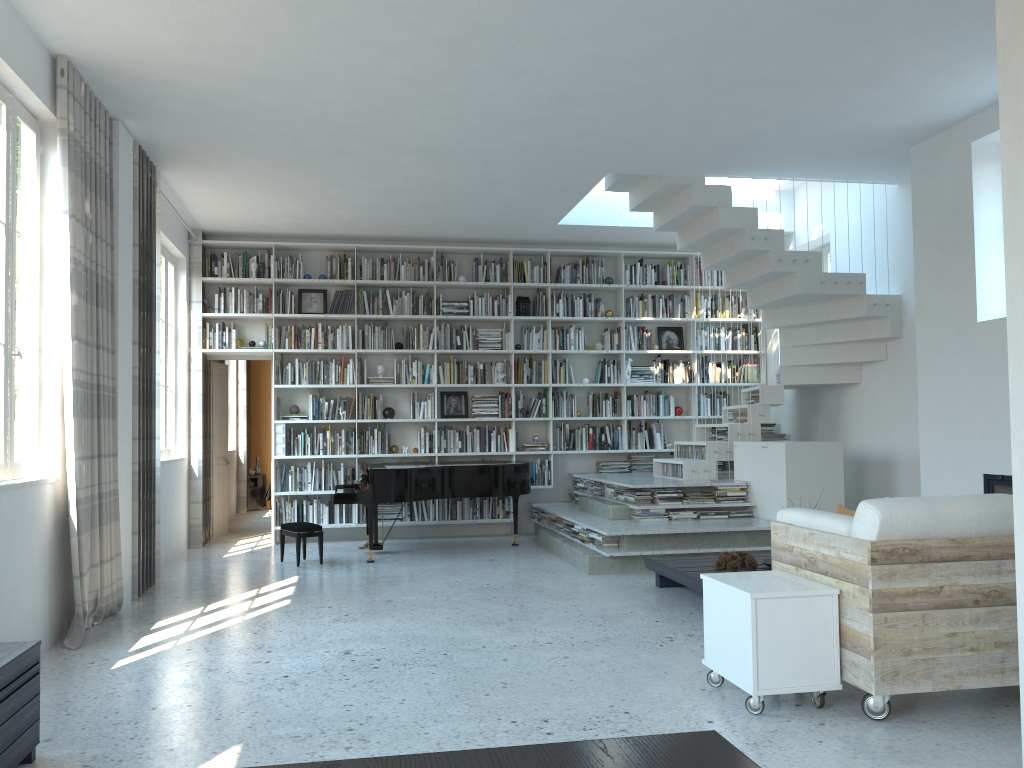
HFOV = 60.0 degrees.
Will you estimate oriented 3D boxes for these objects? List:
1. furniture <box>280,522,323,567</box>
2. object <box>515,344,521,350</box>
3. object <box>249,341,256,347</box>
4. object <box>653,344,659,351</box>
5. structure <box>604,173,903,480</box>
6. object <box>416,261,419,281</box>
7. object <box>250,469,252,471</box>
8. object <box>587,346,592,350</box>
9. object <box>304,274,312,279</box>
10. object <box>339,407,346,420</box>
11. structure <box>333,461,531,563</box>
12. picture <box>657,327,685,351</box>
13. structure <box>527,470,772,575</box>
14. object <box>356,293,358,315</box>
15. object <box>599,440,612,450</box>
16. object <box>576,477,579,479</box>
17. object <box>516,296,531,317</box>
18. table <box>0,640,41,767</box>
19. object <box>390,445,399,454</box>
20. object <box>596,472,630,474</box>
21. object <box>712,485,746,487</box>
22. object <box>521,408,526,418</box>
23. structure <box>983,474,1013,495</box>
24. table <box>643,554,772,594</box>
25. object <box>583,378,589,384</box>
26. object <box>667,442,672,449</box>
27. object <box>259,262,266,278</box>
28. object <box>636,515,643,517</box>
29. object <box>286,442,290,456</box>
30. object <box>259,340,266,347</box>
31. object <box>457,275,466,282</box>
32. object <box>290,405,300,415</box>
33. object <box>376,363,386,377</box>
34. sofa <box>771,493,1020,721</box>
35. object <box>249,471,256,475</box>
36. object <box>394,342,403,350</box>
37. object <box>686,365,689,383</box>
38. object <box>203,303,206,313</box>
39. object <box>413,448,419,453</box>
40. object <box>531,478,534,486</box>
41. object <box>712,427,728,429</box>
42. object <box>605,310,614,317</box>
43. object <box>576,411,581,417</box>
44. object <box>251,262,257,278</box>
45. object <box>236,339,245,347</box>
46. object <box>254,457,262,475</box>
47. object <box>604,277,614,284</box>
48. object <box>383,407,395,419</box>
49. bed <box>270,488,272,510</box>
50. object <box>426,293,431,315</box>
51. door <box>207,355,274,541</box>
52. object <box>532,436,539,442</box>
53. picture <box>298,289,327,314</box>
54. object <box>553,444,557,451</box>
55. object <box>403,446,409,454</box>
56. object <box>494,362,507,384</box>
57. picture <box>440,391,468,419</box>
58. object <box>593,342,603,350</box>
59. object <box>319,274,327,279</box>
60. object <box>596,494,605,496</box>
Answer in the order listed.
[{"bbox_3d":[-1.840,1.389,7.746,0.240,0.353,0.467,1,-3,-35],"label":"furniture"},{"bbox_3d":[0.066,-0.403,9.727,0.071,0.072,0.071,-3,-3,38],"label":"object"},{"bbox_3d":[-2.723,-0.419,9.301,0.071,0.072,0.071,1,-3,-33],"label":"object"},{"bbox_3d":[1.623,-0.410,10.085,0.091,0.092,0.091,-3,-3,38],"label":"object"},{"bbox_3d":[1.932,-0.465,8.343,2.613,3.380,1.955,0,-3,-11],"label":"structure"},{"bbox_3d":[-1.030,-1.208,9.666,0.010,0.246,0.157,0,-3,-11],"label":"object"},{"bbox_3d":[-3.974,1.318,13.351,0.106,0.103,0.106,-1,-3,-3],"label":"object"},{"bbox_3d":[0.862,-0.395,9.947,0.068,0.068,0.068,1,-3,-33],"label":"object"},{"bbox_3d":[-2.170,-1.124,9.416,0.082,0.083,0.082,1,-3,-33],"label":"object"},{"bbox_3d":[-1.779,0.308,9.298,0.081,0.140,0.044,0,-3,-27],"label":"object"},{"bbox_3d":[-0.721,1.181,8.480,1.918,0.832,1.335,0,-3,-11],"label":"structure"},{"bbox_3d":[1.831,-0.510,10.216,0.300,0.299,0.077,0,-2,-11],"label":"picture"},{"bbox_3d":[1.751,1.249,8.625,2.899,0.659,3.114,0,-3,-10],"label":"structure"},{"bbox_3d":[-1.669,-0.843,9.534,0.012,0.254,0.161,0,-3,-11],"label":"object"},{"bbox_3d":[1.032,0.676,9.791,0.160,0.114,0.064,0,-3,-23],"label":"object"},{"bbox_3d":[0.802,1.037,9.845,0.131,0.024,0.290,0,-3,-9],"label":"object"},{"bbox_3d":[0.124,-0.851,9.786,0.135,0.248,0.135,0,-3,-21],"label":"object"},{"bbox_3d":[-1.863,1.100,2.681,0.523,0.415,0.926,0,-3,-11],"label":"table"},{"bbox_3d":[-1.264,0.702,9.528,0.091,0.092,0.091,1,-3,-33],"label":"object"},{"bbox_3d":[1.132,0.995,9.963,0.345,0.007,0.193,0,-3,-16],"label":"object"},{"bbox_3d":[1.944,0.909,8.020,0.284,0.030,0.177,0,-3,-11],"label":"object"},{"bbox_3d":[0.125,0.313,9.647,0.054,0.113,0.079,0,-3,-12],"label":"object"},{"bbox_3d":[3.602,0.859,5.425,0.735,0.584,1.211,0,-3,-14],"label":"structure"},{"bbox_3d":[1.685,1.320,5.907,1.270,0.218,1.258,0,-3,-11],"label":"table"},{"bbox_3d":[0.824,-0.031,9.902,0.071,0.072,0.071,-3,-3,38],"label":"object"},{"bbox_3d":[1.787,0.701,10.095,0.071,0.072,0.071,-3,-3,38],"label":"object"},{"bbox_3d":[-2.600,-1.173,9.225,0.067,0.198,0.067,-2,-3,32],"label":"object"},{"bbox_3d":[1.197,1.150,7.764,0.204,0.004,0.140,0,-3,-8],"label":"object"},{"bbox_3d":[-2.325,0.674,9.202,0.045,0.146,0.045,-2,-3,28],"label":"object"},{"bbox_3d":[-2.615,-0.421,9.300,0.071,0.072,0.071,1,-3,-33],"label":"object"},{"bbox_3d":[-0.551,-1.141,9.706,0.105,0.106,0.104,1,-3,-33],"label":"object"},{"bbox_3d":[-2.291,0.274,9.347,0.105,0.106,0.105,1,-3,-33],"label":"object"},{"bbox_3d":[-1.413,-0.146,9.548,0.095,0.157,0.121,-1,-3,3],"label":"object"},{"bbox_3d":[2.349,0.883,3.947,2.194,0.854,0.872,0,-3,-11],"label":"sofa"},{"bbox_3d":[-3.891,1.333,13.249,0.118,0.061,0.118,-1,-3,-3],"label":"object"},{"bbox_3d":[-1.220,-0.402,9.554,0.097,0.098,0.097,-3,-3,38],"label":"object"},{"bbox_3d":[1.990,-0.102,10.166,0.022,0.211,0.179,0,-3,-11],"label":"object"},{"bbox_3d":[-3.217,-0.858,9.232,0.035,0.295,0.176,0,-3,-11],"label":"object"},{"bbox_3d":[-1.035,0.714,9.527,0.061,0.062,0.061,-3,-3,38],"label":"object"},{"bbox_3d":[0.188,1.062,9.673,0.093,0.094,0.094,-3,-3,38],"label":"object"},{"bbox_3d":[2.168,0.453,9.165,0.161,0.025,0.174,0,-3,-7],"label":"object"},{"bbox_3d":[1.092,-0.782,9.947,0.100,0.101,0.100,1,-3,-33],"label":"object"},{"bbox_3d":[0.738,0.339,9.906,0.071,0.072,0.071,-3,-3,38],"label":"object"},{"bbox_3d":[-2.679,-1.173,9.210,0.067,0.198,0.067,-2,-3,32],"label":"object"},{"bbox_3d":[-2.828,-0.429,9.232,0.087,0.088,0.087,-3,-3,38],"label":"object"},{"bbox_3d":[-3.835,1.235,13.364,0.091,0.268,0.091,-2,-3,35],"label":"object"},{"bbox_3d":[1.087,-1.150,9.956,0.104,0.105,0.104,-3,-3,38],"label":"object"},{"bbox_3d":[-1.322,0.315,9.524,0.133,0.135,0.134,-3,-3,38],"label":"object"},{"bbox_3d":[-2.485,1.254,12.703,1.770,1.179,2.175,0,-3,-11],"label":"bed"},{"bbox_3d":[-0.897,-0.853,9.530,0.075,0.254,0.075,1,-3,-32],"label":"object"},{"bbox_3d":[-3.002,0.705,9.779,0.834,1.980,0.787,0,-2,-11],"label":"door"},{"bbox_3d":[0.260,0.601,9.721,0.071,0.072,0.071,-3,-3,38],"label":"object"},{"bbox_3d":[-2.135,-0.869,9.496,0.300,0.299,0.077,0,-2,-11],"label":"picture"},{"bbox_3d":[0.468,0.705,9.835,0.071,0.072,0.071,-3,-3,38],"label":"object"},{"bbox_3d":[-1.134,0.698,9.486,0.060,0.095,0.078,-1,-3,6],"label":"object"},{"bbox_3d":[-0.126,-0.116,9.644,0.137,0.243,0.138,2,-3,-45],"label":"object"},{"bbox_3d":[-0.633,0.231,9.727,0.300,0.299,0.077,0,-2,-11],"label":"picture"},{"bbox_3d":[0.971,-0.416,9.992,0.111,0.113,0.111,1,-3,-33],"label":"object"},{"bbox_3d":[-2.016,-1.125,9.444,0.082,0.083,0.082,1,-3,-33],"label":"object"},{"bbox_3d":[0.954,1.118,8.971,0.145,0.010,0.266,0,-3,-15],"label":"object"}]
